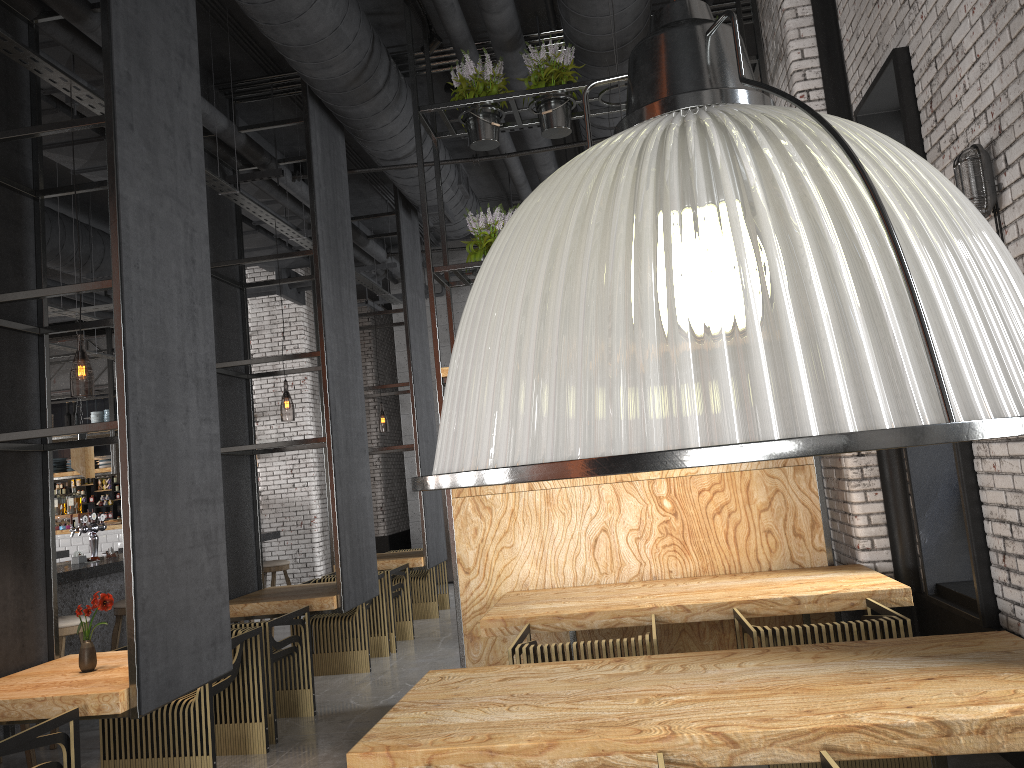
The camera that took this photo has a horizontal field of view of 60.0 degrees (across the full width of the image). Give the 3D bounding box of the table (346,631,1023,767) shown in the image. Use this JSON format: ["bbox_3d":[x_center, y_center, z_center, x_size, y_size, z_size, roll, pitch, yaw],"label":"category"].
[{"bbox_3d":[0.690,1.332,2.769,2.115,0.765,0.998,-6,-6,7],"label":"table"}]

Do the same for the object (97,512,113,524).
[{"bbox_3d":[-5.932,1.959,12.918,0.181,0.169,0.170,-4,-6,-13],"label":"object"}]

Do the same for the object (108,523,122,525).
[{"bbox_3d":[-5.568,2.002,12.767,0.458,0.019,0.406,-1,-8,-41],"label":"object"}]

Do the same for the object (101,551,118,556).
[{"bbox_3d":[-4.519,2.457,10.240,0.398,1.037,0.397,-12,-9,42],"label":"object"}]

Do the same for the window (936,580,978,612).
[{"bbox_3d":[2.272,-0.261,4.517,0.365,2.705,0.747,-6,-7,7],"label":"window"}]

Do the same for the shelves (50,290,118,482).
[{"bbox_3d":[-6.887,-0.069,13.635,5.675,3.074,0.596,-6,-7,7],"label":"shelves"}]

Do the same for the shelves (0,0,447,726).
[{"bbox_3d":[-1.813,-0.468,6.943,1.003,4.377,6.135,-6,-6,7],"label":"shelves"}]

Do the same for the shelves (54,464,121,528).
[{"bbox_3d":[-7.745,2.205,16.536,1.760,1.486,0.157,-6,-7,7],"label":"shelves"}]

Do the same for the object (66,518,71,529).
[{"bbox_3d":[-6.397,2.012,12.790,0.122,0.166,0.112,-2,-7,-28],"label":"object"}]

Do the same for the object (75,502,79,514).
[{"bbox_3d":[-6.368,1.814,12.973,0.034,0.164,0.061,-11,-9,40],"label":"object"}]

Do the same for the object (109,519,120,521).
[{"bbox_3d":[-5.625,1.932,12.663,0.184,0.011,0.254,-9,-7,29],"label":"object"}]

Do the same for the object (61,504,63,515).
[{"bbox_3d":[-6.607,1.841,13.006,0.024,0.164,0.062,-5,-7,-2],"label":"object"}]

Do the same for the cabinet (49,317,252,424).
[{"bbox_3d":[-6.504,-0.041,15.896,5.861,1.773,0.680,-6,-7,7],"label":"cabinet"}]

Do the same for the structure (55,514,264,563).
[{"bbox_3d":[-6.571,2.834,13.203,5.798,1.349,1.508,-6,-6,7],"label":"structure"}]

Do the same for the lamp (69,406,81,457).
[{"bbox_3d":[-8.092,0.882,16.606,0.390,0.939,0.389,-7,-7,10],"label":"lamp"}]

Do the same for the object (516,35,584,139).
[{"bbox_3d":[0.287,-2.024,6.218,0.416,0.560,0.466,-1,-8,-34],"label":"object"}]

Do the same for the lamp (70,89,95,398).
[{"bbox_3d":[-2.155,-0.729,4.390,0.108,1.603,0.108,-3,-7,-20],"label":"lamp"}]

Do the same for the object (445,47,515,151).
[{"bbox_3d":[-0.223,-1.964,6.319,0.467,0.560,0.415,-3,-7,-18],"label":"object"}]

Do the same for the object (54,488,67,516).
[{"bbox_3d":[-6.705,1.739,13.109,0.154,0.405,0.154,-6,-7,7],"label":"object"}]

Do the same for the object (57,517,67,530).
[{"bbox_3d":[-6.425,1.990,12.668,0.128,0.190,0.123,-7,-7,16],"label":"object"}]

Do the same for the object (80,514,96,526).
[{"bbox_3d":[-6.169,1.975,12.857,0.181,0.169,0.170,-7,-7,17],"label":"object"}]

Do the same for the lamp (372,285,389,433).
[{"bbox_3d":[-1.435,-0.280,9.492,0.108,1.603,0.108,-11,-9,39],"label":"lamp"}]

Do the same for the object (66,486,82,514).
[{"bbox_3d":[-6.460,1.713,13.082,0.154,0.405,0.154,-6,-7,7],"label":"object"}]

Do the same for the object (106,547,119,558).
[{"bbox_3d":[-3.644,1.532,8.083,0.091,0.091,0.177,-4,-6,-17],"label":"object"}]

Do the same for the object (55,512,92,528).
[{"bbox_3d":[-6.866,2.236,13.082,1.249,0.553,0.314,-6,-7,7],"label":"object"}]

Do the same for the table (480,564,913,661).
[{"bbox_3d":[0.983,1.515,4.849,2.115,0.765,0.998,-6,-6,7],"label":"table"}]

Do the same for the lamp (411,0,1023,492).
[{"bbox_3d":[0.071,-1.128,0.884,0.535,2.412,0.536,-12,-9,43],"label":"lamp"}]

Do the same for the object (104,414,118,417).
[{"bbox_3d":[-6.067,0.501,13.435,0.218,0.092,0.218,0,-8,-42],"label":"object"}]

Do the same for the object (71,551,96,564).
[{"bbox_3d":[-3.675,1.444,7.259,0.200,0.106,0.765,-6,-6,7],"label":"object"}]

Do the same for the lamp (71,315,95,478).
[{"bbox_3d":[-3.671,0.093,7.540,0.127,1.423,0.127,-6,-7,7],"label":"lamp"}]

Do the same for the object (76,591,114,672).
[{"bbox_3d":[-1.967,1.166,4.187,0.171,0.356,0.156,-1,-8,-34],"label":"object"}]

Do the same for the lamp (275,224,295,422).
[{"bbox_3d":[-1.798,-0.506,6.917,0.108,1.603,0.108,-1,-9,-36],"label":"lamp"}]

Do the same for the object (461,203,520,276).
[{"bbox_3d":[-0.112,-0.861,6.141,0.416,0.560,0.466,-2,-7,-27],"label":"object"}]

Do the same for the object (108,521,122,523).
[{"bbox_3d":[-5.617,1.983,12.817,0.214,0.013,0.520,-6,-6,3],"label":"object"}]

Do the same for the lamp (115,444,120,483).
[{"bbox_3d":[-3.575,0.212,8.173,0.127,1.550,0.127,-6,-7,7],"label":"lamp"}]

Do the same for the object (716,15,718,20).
[{"bbox_3d":[1.254,-2.133,6.067,0.416,0.560,0.466,-8,-7,17],"label":"object"}]

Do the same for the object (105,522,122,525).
[{"bbox_3d":[-5.608,1.995,12.820,0.276,0.019,0.513,-7,-6,12],"label":"object"}]

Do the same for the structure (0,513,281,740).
[{"bbox_3d":[-5.255,2.069,7.932,4.309,1.537,5.865,-6,-6,7],"label":"structure"}]

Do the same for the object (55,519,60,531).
[{"bbox_3d":[-6.544,2.022,12.753,0.122,0.166,0.112,-11,-9,41],"label":"object"}]

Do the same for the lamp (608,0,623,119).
[{"bbox_3d":[0.390,-0.930,3.140,0.535,2.412,0.536,-12,-9,43],"label":"lamp"}]

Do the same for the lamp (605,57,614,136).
[{"bbox_3d":[0.672,-0.754,5.135,0.535,2.412,0.536,-12,-9,43],"label":"lamp"}]

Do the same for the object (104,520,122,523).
[{"bbox_3d":[-5.610,1.969,12.819,0.229,0.016,0.556,-7,-6,13],"label":"object"}]

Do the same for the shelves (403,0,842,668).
[{"bbox_3d":[0.665,-0.489,6.013,2.332,5.031,0.688,-6,-7,7],"label":"shelves"}]

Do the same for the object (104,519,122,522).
[{"bbox_3d":[-5.653,1.952,12.733,0.172,0.010,0.368,-7,-6,17],"label":"object"}]
